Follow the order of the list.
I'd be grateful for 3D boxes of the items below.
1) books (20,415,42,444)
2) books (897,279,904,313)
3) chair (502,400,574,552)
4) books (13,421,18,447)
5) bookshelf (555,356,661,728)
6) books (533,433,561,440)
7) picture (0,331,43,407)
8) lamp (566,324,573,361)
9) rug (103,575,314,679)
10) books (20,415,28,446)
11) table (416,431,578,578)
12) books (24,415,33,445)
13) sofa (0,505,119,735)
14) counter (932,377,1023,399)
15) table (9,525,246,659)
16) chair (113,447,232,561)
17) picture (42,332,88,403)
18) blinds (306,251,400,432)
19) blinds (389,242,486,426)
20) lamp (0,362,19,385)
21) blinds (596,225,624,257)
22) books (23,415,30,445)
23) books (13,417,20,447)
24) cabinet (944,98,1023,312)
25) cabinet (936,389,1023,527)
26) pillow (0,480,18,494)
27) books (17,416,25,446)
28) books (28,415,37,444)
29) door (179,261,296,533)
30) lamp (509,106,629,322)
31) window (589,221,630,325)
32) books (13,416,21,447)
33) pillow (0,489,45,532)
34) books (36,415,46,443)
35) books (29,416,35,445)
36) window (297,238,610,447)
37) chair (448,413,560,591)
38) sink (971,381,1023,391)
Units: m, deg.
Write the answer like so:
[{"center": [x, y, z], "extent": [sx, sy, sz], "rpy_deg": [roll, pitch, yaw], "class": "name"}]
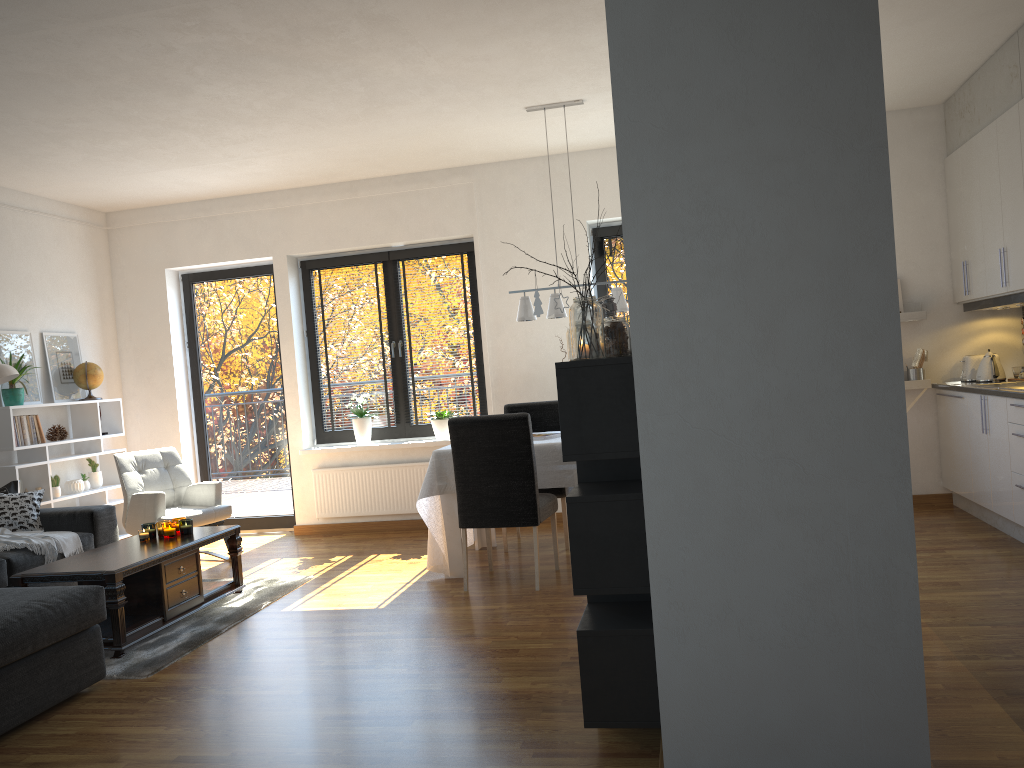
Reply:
[{"center": [-3.372, 0.321, 6.200], "extent": [0.128, 0.211, 0.061], "rpy_deg": [-4, 2, 12], "class": "books"}, {"center": [2.557, -0.577, 6.248], "extent": [0.364, 0.299, 0.109], "rpy_deg": [-4, 2, 11], "class": "books"}, {"center": [0.164, 0.610, 6.025], "extent": [0.461, 0.960, 0.544], "rpy_deg": [-4, 1, 11], "class": "chair"}, {"center": [-3.412, 0.328, 5.978], "extent": [0.129, 0.205, 0.043], "rpy_deg": [-4, 2, 11], "class": "books"}, {"center": [0.406, 0.508, 3.195], "extent": [0.237, 1.201, 1.189], "rpy_deg": [-4, 1, 11], "class": "bookshelf"}, {"center": [0.149, 0.327, 5.478], "extent": [0.278, 0.022, 0.204], "rpy_deg": [-4, 1, 38], "class": "books"}, {"center": [-3.511, -0.111, 6.282], "extent": [0.059, 0.532, 0.389], "rpy_deg": [-4, 1, 11], "class": "picture"}, {"center": [0.231, -0.140, 2.903], "extent": [0.098, 0.131, 0.106], "rpy_deg": [-4, 1, 24], "class": "lamp"}, {"center": [-1.919, 1.269, 4.791], "extent": [1.052, 0.034, 1.812], "rpy_deg": [-5, 1, 11], "class": "rug"}, {"center": [-3.392, 0.324, 6.064], "extent": [0.133, 0.210, 0.044], "rpy_deg": [-4, 2, 12], "class": "books"}, {"center": [0.440, 0.694, 5.510], "extent": [1.857, 0.763, 1.234], "rpy_deg": [-4, 1, 12], "class": "table"}, {"center": [-3.386, 0.323, 6.120], "extent": [0.133, 0.209, 0.044], "rpy_deg": [-4, 2, 11], "class": "books"}, {"center": [-2.686, 0.922, 4.317], "extent": [2.163, 0.848, 2.507], "rpy_deg": [-4, 1, 11], "class": "sofa"}, {"center": [2.859, 0.128, 4.113], "extent": [0.622, 0.192, 4.247], "rpy_deg": [-4, 1, 11], "class": "counter"}, {"center": [-1.966, 1.067, 4.703], "extent": [0.570, 0.409, 1.179], "rpy_deg": [-4, 1, 11], "class": "table"}, {"center": [-2.418, 0.881, 6.301], "extent": [0.685, 0.832, 0.544], "rpy_deg": [-4, 2, 36], "class": "chair"}, {"center": [-3.412, -0.126, 6.781], "extent": [0.059, 0.532, 0.389], "rpy_deg": [-4, 1, 11], "class": "picture"}, {"center": [-1.285, -0.336, 7.247], "extent": [0.710, 1.423, 0.049], "rpy_deg": [-4, 2, 11], "class": "blinds"}, {"center": [-0.578, -0.391, 7.105], "extent": [0.710, 1.423, 0.049], "rpy_deg": [-4, 2, 11], "class": "blinds"}, {"center": [-3.391, -0.299, 5.415], "extent": [0.698, 0.670, 0.200], "rpy_deg": [-5, 2, 2], "class": "lamp"}, {"center": [1.003, -1.115, 6.761], "extent": [0.710, 0.230, 0.049], "rpy_deg": [-4, 2, 11], "class": "blinds"}, {"center": [-3.392, 0.324, 6.093], "extent": [0.135, 0.208, 0.048], "rpy_deg": [-4, 2, 11], "class": "books"}, {"center": [-3.409, 0.329, 6.001], "extent": [0.136, 0.210, 0.033], "rpy_deg": [-4, 2, 12], "class": "books"}, {"center": [2.844, -0.986, 4.069], "extent": [0.458, 1.070, 4.233], "rpy_deg": [-4, 1, 11], "class": "cabinet"}, {"center": [2.601, 0.439, 4.177], "extent": [0.040, 0.690, 4.221], "rpy_deg": [-4, 1, 11], "class": "cabinet"}, {"center": [-3.175, 0.785, 5.313], "extent": [0.234, 0.358, 0.449], "rpy_deg": [-4, 1, 37], "class": "pillow"}, {"center": [-3.401, 0.326, 6.039], "extent": [0.136, 0.209, 0.044], "rpy_deg": [-4, 2, 11], "class": "books"}, {"center": [-3.379, 0.322, 6.164], "extent": [0.133, 0.208, 0.044], "rpy_deg": [-4, 2, 12], "class": "books"}, {"center": [-2.274, 0.130, 7.501], "extent": [0.976, 2.276, 0.119], "rpy_deg": [-4, 2, 11], "class": "door"}, {"center": [0.315, -1.056, 5.452], "extent": [0.760, 1.285, 0.131], "rpy_deg": [-4, 2, 11], "class": "lamp"}, {"center": [1.415, -0.506, 6.745], "extent": [1.561, 1.588, 0.119], "rpy_deg": [-4, 2, 11], "class": "window"}, {"center": [-3.405, 0.326, 6.017], "extent": [0.129, 0.209, 0.035], "rpy_deg": [-4, 2, 11], "class": "books"}, {"center": [-2.986, 0.785, 5.334], "extent": [0.358, 0.312, 0.169], "rpy_deg": [-6, 2, -38], "class": "pillow"}, {"center": [-3.362, 0.320, 6.231], "extent": [0.132, 0.204, 0.070], "rpy_deg": [-4, 2, 12], "class": "books"}, {"center": [-3.382, 0.325, 6.142], "extent": [0.131, 0.204, 0.035], "rpy_deg": [-4, 2, 11], "class": "books"}, {"center": [2.147, 1.471, 18.674], "extent": [12.977, 18.378, 21.813], "rpy_deg": [-4, 2, 41], "class": "window"}, {"center": [-0.026, 0.639, 5.059], "extent": [0.462, 0.960, 0.544], "rpy_deg": [-4, 1, 16], "class": "chair"}, {"center": [2.975, 0.092, 4.815], "extent": [0.475, 0.168, 1.420], "rpy_deg": [-4, 1, 11], "class": "sink"}]
